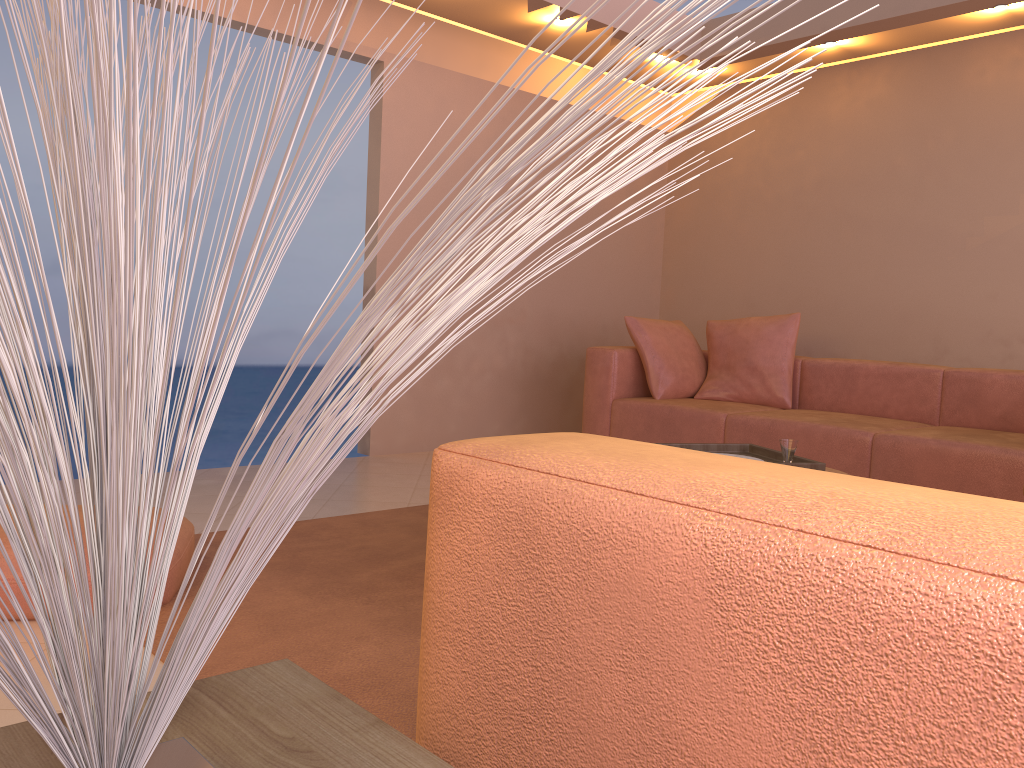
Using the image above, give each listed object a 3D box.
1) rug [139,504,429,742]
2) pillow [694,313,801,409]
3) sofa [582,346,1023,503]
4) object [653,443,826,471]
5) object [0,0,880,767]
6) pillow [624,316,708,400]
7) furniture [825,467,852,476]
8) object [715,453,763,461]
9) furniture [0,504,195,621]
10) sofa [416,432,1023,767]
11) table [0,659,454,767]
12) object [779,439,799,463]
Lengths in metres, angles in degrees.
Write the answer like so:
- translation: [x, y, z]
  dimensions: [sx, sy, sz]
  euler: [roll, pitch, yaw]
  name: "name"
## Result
- translation: [0.131, 0.586, 2.917]
  dimensions: [2.626, 0.005, 1.833]
  euler: [-1, 5, -42]
  name: "rug"
- translation: [1.333, -0.150, 5.008]
  dimensions: [0.582, 0.528, 0.302]
  euler: [5, 5, 31]
  name: "pillow"
- translation: [1.653, 0.215, 4.445]
  dimensions: [0.943, 0.672, 2.781]
  euler: [-1, 5, -42]
  name: "sofa"
- translation: [0.733, 0.246, 2.962]
  dimensions: [0.421, 0.034, 0.436]
  euler: [1, 4, -17]
  name: "object"
- translation: [-0.180, -0.024, 0.459]
  dimensions: [0.703, 0.634, 0.700]
  euler: [3, 4, 4]
  name: "object"
- translation: [0.934, -0.139, 5.169]
  dimensions: [0.335, 0.486, 0.554]
  euler: [7, 6, 44]
  name: "pillow"
- translation: [0.493, 0.408, 2.859]
  dimensions: [1.291, 0.301, 0.685]
  euler: [0, 5, -37]
  name: "furniture"
- translation: [0.702, 0.253, 2.902]
  dimensions: [0.240, 0.018, 0.240]
  euler: [4, 4, 12]
  name: "object"
- translation: [-1.266, 0.472, 2.460]
  dimensions: [0.699, 0.226, 0.659]
  euler: [2, 4, -12]
  name: "furniture"
- translation: [1.207, 0.401, 1.532]
  dimensions: [2.781, 0.672, 0.943]
  euler: [-1, 5, -42]
  name: "sofa"
- translation: [-0.262, 0.502, 0.562]
  dimensions: [0.469, 0.436, 0.415]
  euler: [-1, 5, -42]
  name: "table"
- translation: [0.897, 0.228, 2.880]
  dimensions: [0.061, 0.091, 0.061]
  euler: [5, 5, 32]
  name: "object"
